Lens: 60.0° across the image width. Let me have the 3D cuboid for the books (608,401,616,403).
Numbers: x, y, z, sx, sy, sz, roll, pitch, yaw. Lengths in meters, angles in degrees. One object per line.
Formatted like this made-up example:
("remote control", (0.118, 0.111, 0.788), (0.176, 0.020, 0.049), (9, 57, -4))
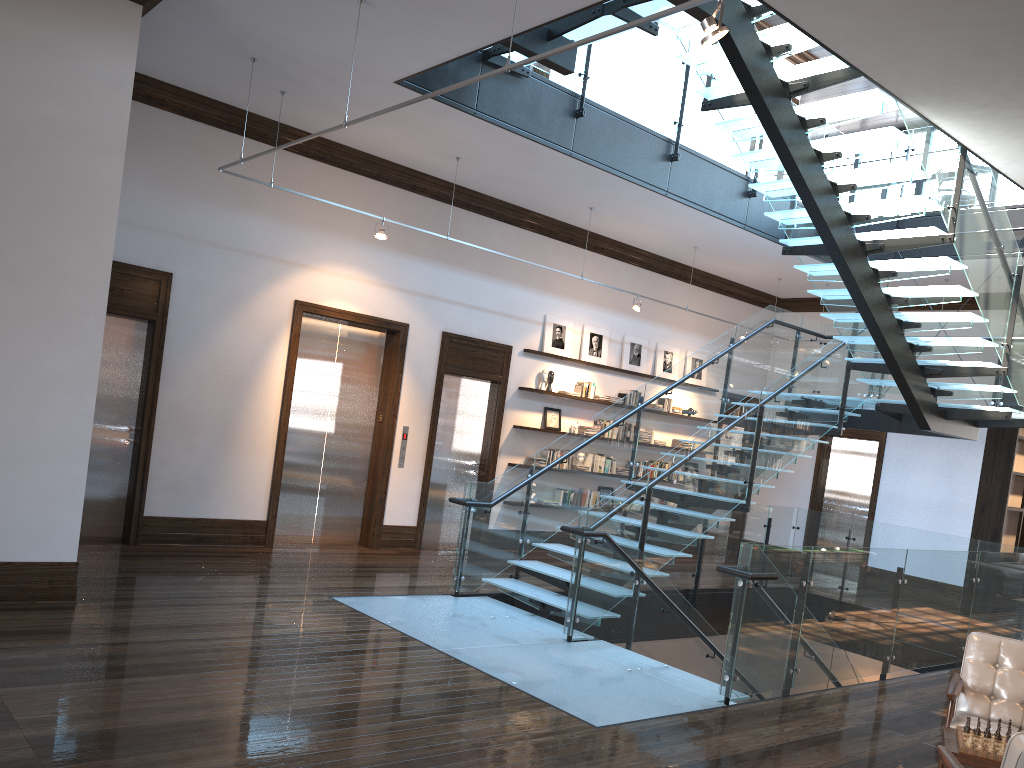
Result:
("books", (1.444, 0.266, 12.705), (0.257, 0.011, 0.141), (10, -4, -42))

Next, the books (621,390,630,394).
("books", (1.632, 0.198, 12.830), (0.022, 0.208, 0.155), (6, 1, -40))

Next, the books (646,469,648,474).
("books", (1.991, 1.277, 13.295), (0.014, 0.235, 0.135), (6, 2, -40))

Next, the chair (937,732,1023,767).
("chair", (2.051, 1.689, 3.322), (0.766, 0.867, 0.742), (8, 0, 10))

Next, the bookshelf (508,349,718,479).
("bookshelf", (1.626, 0.839, 12.913), (4.098, 2.060, 0.199), (9, 1, -40))

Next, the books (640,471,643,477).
("books", (1.891, 1.289, 13.223), (0.035, 0.178, 0.131), (6, 1, -40))

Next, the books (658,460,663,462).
("books", (2.211, 1.297, 13.481), (0.022, 0.273, 0.148), (6, 2, -40))

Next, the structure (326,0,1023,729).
("structure", (2.361, 0.637, 8.585), (7.080, 14.525, 3.550), (7, 2, -40))

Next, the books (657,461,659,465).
("books", (2.154, 1.293, 13.428), (0.019, 0.260, 0.143), (6, 2, -40))

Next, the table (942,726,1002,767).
("table", (2.220, 1.933, 4.082), (0.514, 0.496, 0.464), (8, 0, 25))

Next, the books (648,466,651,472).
("books", (2.027, 1.290, 13.341), (0.014, 0.225, 0.141), (6, 2, -40))

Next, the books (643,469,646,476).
("books", (1.953, 1.274, 13.271), (0.025, 0.230, 0.114), (6, 2, -40))

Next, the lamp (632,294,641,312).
("lamp", (1.602, -1.037, 11.355), (0.114, 0.230, 0.113), (8, 1, 4))

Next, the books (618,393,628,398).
("books", (1.588, 0.214, 12.793), (0.038, 0.161, 0.166), (6, 1, -40))

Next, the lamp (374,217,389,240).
("lamp", (-1.303, -1.554, 8.884), (0.113, 0.230, 0.114), (8, 1, 29))

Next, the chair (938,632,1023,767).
("chair", (2.726, 1.849, 4.731), (0.764, 0.867, 0.745), (8, 0, 30))

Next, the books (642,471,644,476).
("books", (1.918, 1.292, 13.249), (0.012, 0.182, 0.128), (6, 2, -40))

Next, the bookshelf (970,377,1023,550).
("bookshelf", (7.323, 1.527, 12.809), (1.791, 3.524, 0.397), (7, 2, -40))

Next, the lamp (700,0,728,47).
("lamp", (0.847, -1.511, 3.666), (0.113, 0.230, 0.114), (9, 1, 39))

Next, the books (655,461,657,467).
("books", (2.118, 1.288, 13.394), (0.036, 0.260, 0.127), (6, 2, -40))

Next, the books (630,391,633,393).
("books", (1.680, 0.206, 12.884), (0.024, 0.212, 0.153), (6, 1, -40))

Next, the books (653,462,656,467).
("books", (2.097, 1.284, 13.381), (0.036, 0.260, 0.127), (6, 2, -40))

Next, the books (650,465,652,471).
("books", (2.038, 1.291, 13.352), (0.015, 0.226, 0.132), (6, 2, -40))

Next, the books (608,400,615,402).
("books", (1.444, 0.256, 12.706), (0.287, 0.011, 0.140), (10, -3, -39))

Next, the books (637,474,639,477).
("books", (1.819, 1.255, 13.129), (0.012, 0.217, 0.163), (6, 1, -40))

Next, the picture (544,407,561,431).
("picture", (0.553, 0.478, 12.053), (0.302, 0.300, 0.077), (8, 1, -40))

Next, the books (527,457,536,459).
("books", (0.325, 0.996, 11.887), (0.216, 0.014, 0.134), (10, -4, -40))

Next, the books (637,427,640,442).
("books", (1.801, 0.739, 13.045), (0.013, 0.218, 0.155), (6, 2, -40))

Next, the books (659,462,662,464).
("books", (2.211, 1.303, 13.460), (0.019, 0.259, 0.160), (6, 2, -40))

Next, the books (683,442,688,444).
("books", (2.674, 0.915, 13.784), (0.347, 0.007, 0.192), (10, -3, -38))

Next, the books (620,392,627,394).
("books", (1.597, 0.205, 12.820), (0.042, 0.185, 0.126), (6, 1, -40))
